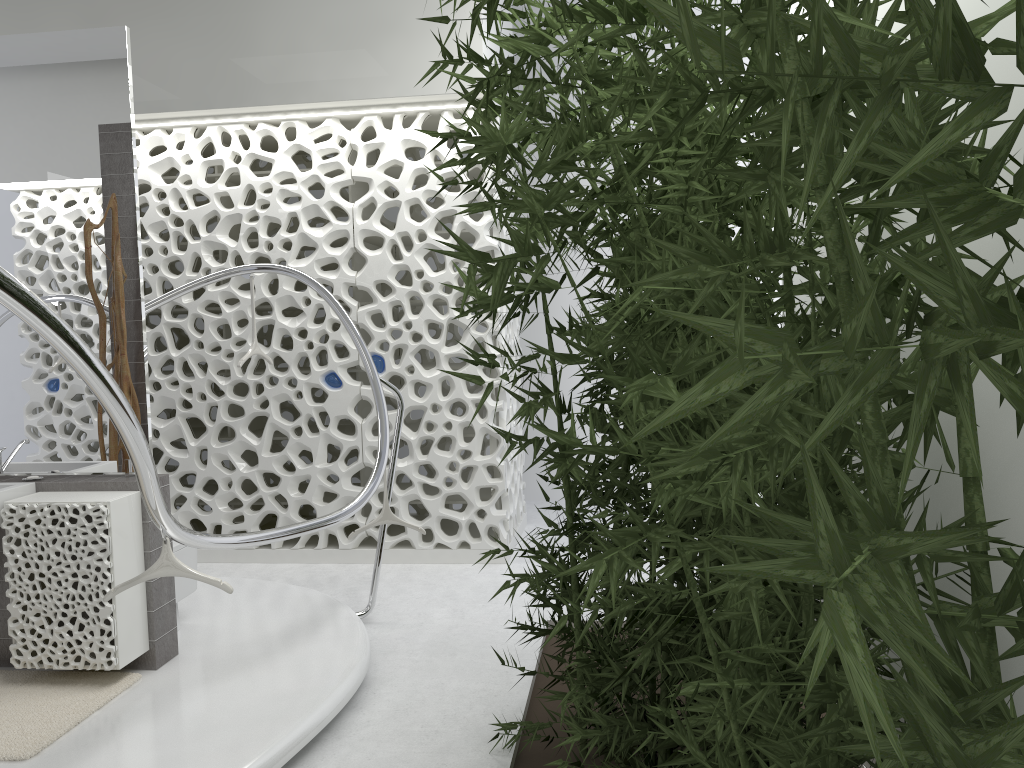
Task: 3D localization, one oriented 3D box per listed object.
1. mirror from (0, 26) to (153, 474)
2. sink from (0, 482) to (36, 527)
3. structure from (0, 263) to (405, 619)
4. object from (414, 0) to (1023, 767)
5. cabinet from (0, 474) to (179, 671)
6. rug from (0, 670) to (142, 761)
[{"bbox_3d":[-2.211,-0.577,4.042,1.100,1.980,0.030,-1,3,7],"label":"mirror"},{"bbox_3d":[-2.459,0.605,3.853,0.650,0.598,0.478,-1,3,7],"label":"sink"},{"bbox_3d":[-3.300,0.480,3.197,5.250,2.080,5.433,-2,3,2],"label":"structure"},{"bbox_3d":[0.151,-0.495,2.322,4.664,4.038,4.097,-4,4,-34],"label":"object"},{"bbox_3d":[-2.189,0.855,3.954,1.200,0.870,0.461,-1,3,7],"label":"cabinet"},{"bbox_3d":[-2.228,1.309,3.572,1.153,0.016,0.775,-1,3,7],"label":"rug"}]
